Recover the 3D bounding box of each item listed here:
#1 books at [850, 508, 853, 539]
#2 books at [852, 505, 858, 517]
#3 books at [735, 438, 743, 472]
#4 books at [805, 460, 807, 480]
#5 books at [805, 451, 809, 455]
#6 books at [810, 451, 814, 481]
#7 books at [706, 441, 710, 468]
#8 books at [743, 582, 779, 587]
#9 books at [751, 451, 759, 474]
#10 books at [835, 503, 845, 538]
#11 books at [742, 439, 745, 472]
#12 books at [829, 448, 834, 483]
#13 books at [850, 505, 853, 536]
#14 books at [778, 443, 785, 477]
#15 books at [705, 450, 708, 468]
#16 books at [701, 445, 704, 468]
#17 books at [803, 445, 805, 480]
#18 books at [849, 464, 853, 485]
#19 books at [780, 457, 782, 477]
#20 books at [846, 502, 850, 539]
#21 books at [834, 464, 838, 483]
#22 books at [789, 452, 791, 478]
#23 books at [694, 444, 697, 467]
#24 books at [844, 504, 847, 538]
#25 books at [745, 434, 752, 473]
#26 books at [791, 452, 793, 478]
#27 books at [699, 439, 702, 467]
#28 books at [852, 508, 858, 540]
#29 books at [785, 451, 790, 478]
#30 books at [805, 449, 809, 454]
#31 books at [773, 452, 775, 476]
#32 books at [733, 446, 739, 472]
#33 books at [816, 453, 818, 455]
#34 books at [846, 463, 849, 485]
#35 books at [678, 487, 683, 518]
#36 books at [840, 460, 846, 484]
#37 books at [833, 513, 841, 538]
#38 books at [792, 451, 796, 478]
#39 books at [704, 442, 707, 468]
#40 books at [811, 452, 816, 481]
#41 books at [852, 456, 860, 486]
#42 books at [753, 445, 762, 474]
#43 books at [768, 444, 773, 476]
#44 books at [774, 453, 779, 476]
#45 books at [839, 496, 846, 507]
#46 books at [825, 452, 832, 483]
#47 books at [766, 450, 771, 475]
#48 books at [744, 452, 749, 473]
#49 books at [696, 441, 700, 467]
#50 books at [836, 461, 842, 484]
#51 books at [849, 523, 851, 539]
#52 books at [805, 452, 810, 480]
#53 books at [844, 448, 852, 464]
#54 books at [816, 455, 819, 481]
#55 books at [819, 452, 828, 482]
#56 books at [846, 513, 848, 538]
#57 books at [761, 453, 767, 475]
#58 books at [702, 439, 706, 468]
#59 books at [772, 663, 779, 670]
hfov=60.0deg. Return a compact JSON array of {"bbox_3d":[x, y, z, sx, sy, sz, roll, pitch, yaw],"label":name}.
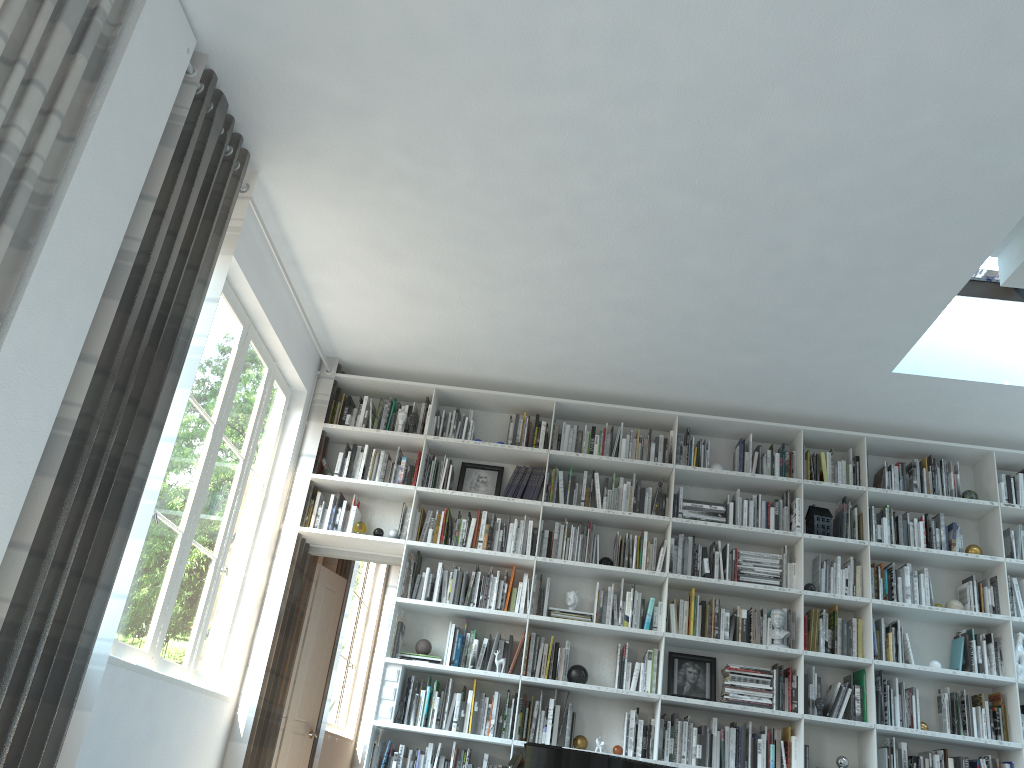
[{"bbox_3d":[2.233,0.966,5.893,0.005,0.254,0.159,6,-25,4],"label":"books"},{"bbox_3d":[2.282,0.963,5.915,0.005,0.290,0.131,6,-25,4],"label":"books"},{"bbox_3d":[1.558,0.539,6.102,0.014,0.291,0.177,6,-25,4],"label":"books"},{"bbox_3d":[1.985,0.638,6.061,0.015,0.192,0.161,6,-25,4],"label":"books"},{"bbox_3d":[2.007,0.605,6.064,0.006,0.258,0.166,6,-25,4],"label":"books"},{"bbox_3d":[2.033,0.608,6.064,0.034,0.259,0.158,6,-25,4],"label":"books"},{"bbox_3d":[1.343,0.535,6.117,0.011,0.255,0.144,6,-25,4],"label":"books"},{"bbox_3d":[1.589,1.322,5.754,0.254,0.012,0.161,5,-25,7],"label":"books"},{"bbox_3d":[1.645,0.588,6.081,0.050,0.210,0.173,6,-25,4],"label":"books"},{"bbox_3d":[2.173,0.945,5.886,0.021,0.271,0.191,6,-25,4],"label":"books"},{"bbox_3d":[1.581,0.544,6.109,0.011,0.294,0.158,6,-25,4],"label":"books"},{"bbox_3d":[2.170,0.606,6.059,0.010,0.296,0.168,6,-25,4],"label":"books"},{"bbox_3d":[2.245,0.964,5.924,0.013,0.287,0.132,6,-25,4],"label":"books"},{"bbox_3d":[1.851,0.572,6.099,0.012,0.307,0.138,6,-25,4],"label":"books"},{"bbox_3d":[1.328,0.568,6.109,0.010,0.186,0.153,6,-25,4],"label":"books"},{"bbox_3d":[1.300,0.547,6.112,0.016,0.218,0.144,6,-25,4],"label":"books"},{"bbox_3d":[1.981,0.586,6.077,0.007,0.296,0.182,6,-25,4],"label":"books"},{"bbox_3d":[2.281,0.668,6.036,0.022,0.193,0.182,6,-25,4],"label":"books"},{"bbox_3d":[1.831,0.620,6.085,0.014,0.203,0.135,6,-25,4],"label":"books"},{"bbox_3d":[2.213,0.945,5.893,0.021,0.286,0.180,6,-25,4],"label":"books"},{"bbox_3d":[2.178,0.659,6.031,0.022,0.179,0.173,6,-25,4],"label":"books"},{"bbox_3d":[1.887,0.606,6.085,0.014,0.243,0.145,6,-25,4],"label":"books"},{"bbox_3d":[1.264,0.546,6.139,0.006,0.232,0.136,6,-25,4],"label":"books"},{"bbox_3d":[2.189,0.952,5.897,0.022,0.270,0.182,6,-25,4],"label":"books"},{"bbox_3d":[1.624,0.528,6.104,0.010,0.330,0.187,6,-25,4],"label":"books"},{"bbox_3d":[1.901,0.606,6.075,0.014,0.237,0.154,6,-25,4],"label":"books"},{"bbox_3d":[1.289,0.526,6.126,0.013,0.263,0.147,6,-25,4],"label":"books"},{"bbox_3d":[2.255,0.966,5.877,0.013,0.247,0.187,6,-25,4],"label":"books"},{"bbox_3d":[1.866,0.600,6.078,0.028,0.242,0.162,6,-25,4],"label":"books"},{"bbox_3d":[2.015,0.602,6.078,0.007,0.278,0.151,6,-25,4],"label":"books"},{"bbox_3d":[1.770,0.598,6.073,0.012,0.216,0.180,6,-25,4],"label":"books"},{"bbox_3d":[1.543,0.567,6.110,0.012,0.244,0.152,6,-25,4],"label":"books"},{"bbox_3d":[2.077,0.623,6.085,0.007,0.263,0.133,6,-25,4],"label":"books"},{"bbox_3d":[2.258,0.665,6.046,0.025,0.202,0.163,6,-25,4],"label":"books"},{"bbox_3d":[1.120,0.841,5.962,0.021,0.248,0.192,6,-25,4],"label":"books"},{"bbox_3d":[2.231,0.648,6.032,0.031,0.212,0.170,6,-25,4],"label":"books"},{"bbox_3d":[2.162,0.984,5.904,0.019,0.213,0.156,6,-25,4],"label":"books"},{"bbox_3d":[1.919,0.603,6.084,0.022,0.256,0.137,6,-25,4],"label":"books"},{"bbox_3d":[1.321,0.542,6.132,0.013,0.248,0.148,6,-25,4],"label":"books"},{"bbox_3d":[2.055,0.614,6.070,0.008,0.261,0.143,6,-25,4],"label":"books"},{"bbox_3d":[2.322,0.640,6.031,0.029,0.252,0.187,6,-25,4],"label":"books"},{"bbox_3d":[1.688,0.573,6.107,0.028,0.268,0.141,6,-25,4],"label":"books"},{"bbox_3d":[1.762,0.569,6.075,0.010,0.269,0.180,6,-25,4],"label":"books"},{"bbox_3d":[1.786,0.600,6.053,0.023,0.201,0.194,6,-25,4],"label":"books"},{"bbox_3d":[2.202,0.930,5.924,0.025,0.337,0.143,6,-25,4],"label":"books"},{"bbox_3d":[2.149,0.621,6.072,0.030,0.273,0.152,6,-25,4],"label":"books"},{"bbox_3d":[1.744,0.588,6.083,0.023,0.235,0.154,6,-25,4],"label":"books"},{"bbox_3d":[1.596,0.590,6.100,0.031,0.207,0.147,6,-25,4],"label":"books"},{"bbox_3d":[1.275,0.535,6.129,0.014,0.247,0.140,6,-25,4],"label":"books"},{"bbox_3d":[2.203,0.652,6.035,0.024,0.201,0.181,6,-25,4],"label":"books"},{"bbox_3d":[2.222,0.989,5.894,0.013,0.209,0.140,6,-25,4],"label":"books"},{"bbox_3d":[1.999,0.607,6.047,0.007,0.238,0.192,6,-25,4],"label":"books"},{"bbox_3d":[2.307,0.617,6.078,0.012,0.328,0.129,6,-24,4],"label":"books"},{"bbox_3d":[2.064,0.620,6.047,0.015,0.232,0.172,6,-25,4],"label":"books"},{"bbox_3d":[2.106,0.617,6.052,0.054,0.253,0.191,6,-25,4],"label":"books"},{"bbox_3d":[2.199,0.985,5.898,0.024,0.216,0.169,6,-25,4],"label":"books"},{"bbox_3d":[1.713,0.598,6.073,0.033,0.202,0.167,6,-25,4],"label":"books"},{"bbox_3d":[1.312,0.531,6.116,0.005,0.254,0.169,6,-25,4],"label":"books"},{"bbox_3d":[1.633,1.899,5.510,0.011,0.297,0.131,6,-25,4],"label":"books"}]
